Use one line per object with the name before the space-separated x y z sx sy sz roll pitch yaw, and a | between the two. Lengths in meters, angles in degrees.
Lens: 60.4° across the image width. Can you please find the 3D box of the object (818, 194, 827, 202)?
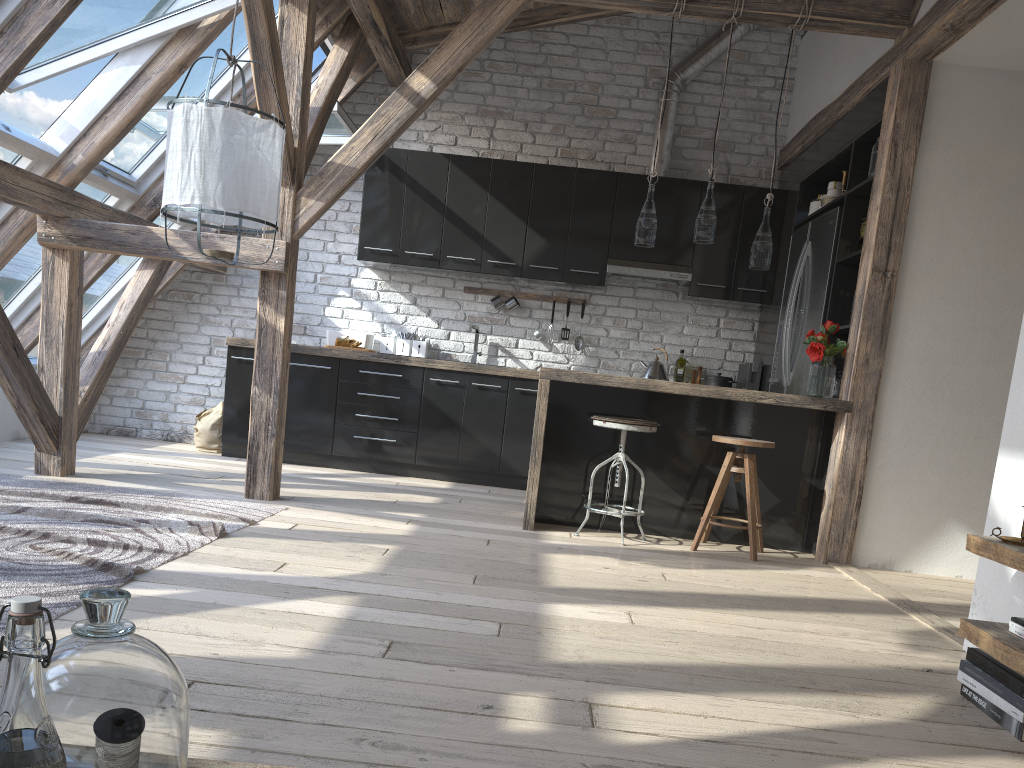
object | 1.973 -1.146 5.511 0.093 0.068 0.106 8 3 29

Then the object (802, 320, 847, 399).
object | 1.641 -0.132 4.635 0.249 0.420 0.311 10 6 34

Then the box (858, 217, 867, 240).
box | 1.974 -0.856 4.852 0.083 0.115 0.081 5 5 -19

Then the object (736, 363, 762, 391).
object | 1.735 -0.034 6.463 0.088 0.229 0.348 6 2 2

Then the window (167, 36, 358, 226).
window | -1.814 -1.726 5.796 1.520 1.293 0.845 6 5 1

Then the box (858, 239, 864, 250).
box | 1.975 -0.743 4.899 0.083 0.115 0.082 6 5 1

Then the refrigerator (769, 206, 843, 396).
refrigerator | 2.107 -0.006 5.556 0.852 1.946 0.931 6 6 1

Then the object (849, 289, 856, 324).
object | 1.899 -0.454 4.786 0.086 0.306 0.084 5 7 -7

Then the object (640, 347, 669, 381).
object | 1.039 -0.146 6.332 0.222 0.238 0.219 6 4 -9

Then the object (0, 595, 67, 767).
object | -0.380 0.295 0.637 0.071 0.271 0.152 6 6 2

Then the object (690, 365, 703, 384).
object | 1.388 -0.052 6.629 0.079 0.186 0.039 8 7 14

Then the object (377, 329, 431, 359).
object | -0.803 -0.304 6.625 0.404 0.203 0.145 6 5 3

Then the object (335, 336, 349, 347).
object | -1.211 -0.306 6.272 0.090 0.088 0.085 5 4 -21

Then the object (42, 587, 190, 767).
object | -0.376 0.306 0.802 0.156 0.250 0.153 3 6 -30

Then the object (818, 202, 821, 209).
object | 1.975 -1.099 5.517 0.094 0.068 0.104 4 3 -36

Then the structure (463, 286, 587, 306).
structure | 0.098 -0.662 6.597 0.932 0.046 0.080 6 2 1

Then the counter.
counter | -0.168 0.305 5.662 3.810 0.862 2.223 6 1 1

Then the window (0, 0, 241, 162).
window | -1.858 -1.723 3.971 1.405 1.293 0.845 6 5 1

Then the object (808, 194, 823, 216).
object | 2.027 -1.148 5.730 0.184 0.176 0.208 10 5 42

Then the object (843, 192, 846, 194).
object | 1.932 -1.154 4.976 0.096 0.174 0.094 4 6 -25

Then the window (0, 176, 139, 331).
window | -2.901 -0.638 5.051 1.096 1.293 0.845 6 5 1

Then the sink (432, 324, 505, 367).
sink | -0.294 -0.176 6.418 0.526 0.522 0.509 6 4 1

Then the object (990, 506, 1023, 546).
object | 1.539 0.424 2.626 0.140 0.114 0.138 5 3 -16

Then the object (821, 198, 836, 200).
object | 1.964 -1.112 5.368 0.147 0.026 0.149 7 1 43

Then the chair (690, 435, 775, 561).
chair | 1.166 0.583 4.589 0.339 0.603 0.339 8 6 21

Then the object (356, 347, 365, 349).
object | -1.089 -0.257 6.333 0.069 0.017 0.076 6 1 -21

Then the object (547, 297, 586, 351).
object | 0.412 -0.448 6.572 0.282 0.386 0.069 6 7 1

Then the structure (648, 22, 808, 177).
structure | 1.540 -2.058 6.330 0.982 1.301 0.167 6 7 1

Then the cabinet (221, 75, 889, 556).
cabinet | 0.127 -0.500 5.622 4.213 2.541 2.070 6 4 1

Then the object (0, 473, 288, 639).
object | -2.281 0.481 2.930 2.186 0.057 3.161 6 0 2

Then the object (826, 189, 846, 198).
object | 1.971 -1.144 5.359 0.105 0.068 0.093 7 3 12

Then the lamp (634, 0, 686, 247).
lamp | 0.751 -1.360 4.415 0.108 1.305 0.222 7 7 4

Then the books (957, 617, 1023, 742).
books | 1.445 0.791 2.383 0.290 0.268 0.356 6 3 1

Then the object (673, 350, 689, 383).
object | 1.273 -0.114 6.605 0.089 0.286 0.080 6 7 -3

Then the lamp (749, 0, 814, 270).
lamp | 1.347 -1.267 4.409 0.109 1.359 0.222 7 7 4

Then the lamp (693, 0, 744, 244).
lamp | 1.043 -1.353 4.414 0.108 1.254 0.237 8 7 14

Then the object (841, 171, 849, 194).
object | 1.935 -1.152 5.133 0.059 0.169 0.058 5 7 -14

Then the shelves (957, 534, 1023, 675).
shelves | 1.442 0.701 1.976 0.331 0.454 1.589 6 1 2

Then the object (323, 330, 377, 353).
object | -1.176 -0.311 6.445 0.382 0.135 0.584 6 1 -10

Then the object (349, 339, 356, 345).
object | -1.157 -0.290 6.346 0.074 0.068 0.078 5 4 -27

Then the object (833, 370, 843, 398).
object | 1.873 0.004 4.944 0.134 0.167 0.132 6 5 -9

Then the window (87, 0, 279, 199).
window | -1.781 -1.718 4.883 1.096 1.293 0.845 6 5 1

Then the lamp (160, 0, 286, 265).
lamp | -0.958 -1.390 3.068 0.395 1.919 0.407 13 9 42

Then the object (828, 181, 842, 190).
object | 1.971 -1.189 5.349 0.094 0.068 0.105 6 2 -13

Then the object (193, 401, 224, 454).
object | -2.239 0.305 6.588 0.390 0.394 0.337 8 5 27

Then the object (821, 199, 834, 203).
object | 1.962 -1.101 5.369 0.147 0.026 0.149 7 1 43

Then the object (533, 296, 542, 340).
object | 0.205 -0.494 6.605 0.071 0.330 0.065 6 7 1

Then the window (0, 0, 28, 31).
window | -1.838 -1.717 3.058 1.096 1.293 0.845 6 5 1

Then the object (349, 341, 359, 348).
object | -1.132 -0.283 6.294 0.072 0.058 0.082 5 3 -23

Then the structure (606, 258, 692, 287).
structure | 0.982 -0.813 6.409 0.599 0.105 0.365 6 1 1

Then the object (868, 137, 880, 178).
object | 1.931 -1.170 4.573 0.124 0.209 0.123 7 5 6

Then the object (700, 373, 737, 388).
object | 1.529 -0.014 6.520 0.247 0.142 0.207 6 3 0

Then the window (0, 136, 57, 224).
window | -2.929 -0.638 4.139 1.096 1.293 0.845 6 5 1

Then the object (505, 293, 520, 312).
object | 0.004 -0.610 6.584 0.117 0.141 0.092 8 5 18

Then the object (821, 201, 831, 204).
object | 1.961 -1.090 5.371 0.147 0.026 0.149 7 1 43

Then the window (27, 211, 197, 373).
window | -2.873 -0.639 5.964 1.096 1.293 0.845 6 5 1

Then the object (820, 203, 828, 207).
object | 1.960 -1.078 5.373 0.147 0.023 0.148 7 0 28

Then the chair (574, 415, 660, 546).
chair | 0.556 0.496 4.607 0.350 0.644 0.353 10 7 35

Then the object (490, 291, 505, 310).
object | -0.104 -0.622 6.594 0.117 0.141 0.092 7 5 3

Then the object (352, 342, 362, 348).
object | -1.112 -0.279 6.314 0.073 0.055 0.082 5 3 -22
